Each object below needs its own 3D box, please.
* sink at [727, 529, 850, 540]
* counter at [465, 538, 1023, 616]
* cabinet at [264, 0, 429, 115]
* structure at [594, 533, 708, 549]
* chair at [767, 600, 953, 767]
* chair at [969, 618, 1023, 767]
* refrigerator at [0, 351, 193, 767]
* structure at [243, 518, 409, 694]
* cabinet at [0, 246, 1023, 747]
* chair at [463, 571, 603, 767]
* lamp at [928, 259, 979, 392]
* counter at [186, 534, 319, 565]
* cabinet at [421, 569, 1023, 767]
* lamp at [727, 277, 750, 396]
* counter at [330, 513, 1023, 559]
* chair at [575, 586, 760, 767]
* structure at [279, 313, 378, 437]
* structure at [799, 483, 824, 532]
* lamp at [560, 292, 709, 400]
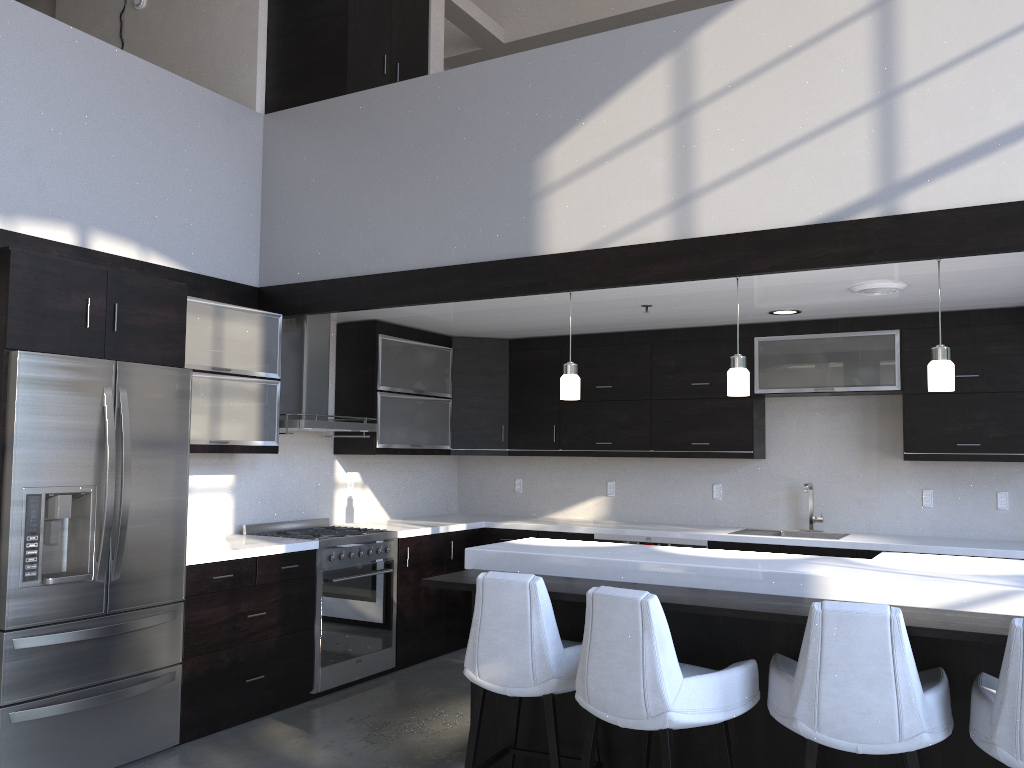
[{"bbox_3d":[1.792,1.051,5.727,0.677,0.168,0.475,-2,-5,29],"label":"sink"},{"bbox_3d":[1.024,0.786,3.837,2.293,0.095,0.978,-2,-5,29],"label":"counter"},{"bbox_3d":[-1.072,-1.696,5.840,0.684,2.230,0.838,-1,-4,29],"label":"cabinet"},{"bbox_3d":[1.076,1.430,6.157,0.784,0.789,0.783,-2,-5,29],"label":"structure"},{"bbox_3d":[1.109,1.171,2.846,0.579,0.983,0.502,-1,-4,21],"label":"chair"},{"bbox_3d":[1.626,1.154,2.560,0.579,0.983,0.502,-2,-5,36],"label":"chair"},{"bbox_3d":[-2.034,0.793,3.962,0.821,1.770,0.853,-2,-4,29],"label":"refrigerator"},{"bbox_3d":[-1.122,1.309,5.449,0.621,0.901,0.845,-2,-5,29],"label":"structure"},{"bbox_3d":[0.346,0.632,4.580,4.232,2.312,4.279,-2,-5,29],"label":"cabinet"},{"bbox_3d":[0.074,1.206,3.432,0.579,0.983,0.502,-1,-4,26],"label":"chair"},{"bbox_3d":[2.252,-0.213,4.490,0.124,0.623,1.950,-1,-5,30],"label":"lamp"},{"bbox_3d":[-1.602,0.877,4.736,0.676,0.047,0.920,-2,-5,29],"label":"counter"},{"bbox_3d":[1.132,1.260,3.515,2.692,0.909,1.371,-2,-5,29],"label":"cabinet"},{"bbox_3d":[1.048,-0.256,4.111,0.100,0.623,0.100,-2,-5,35],"label":"lamp"},{"bbox_3d":[0.966,0.978,5.658,4.238,0.045,1.711,-2,-5,29],"label":"counter"},{"bbox_3d":[0.488,1.180,3.044,0.579,0.983,0.502,-3,-5,41],"label":"chair"},{"bbox_3d":[-1.238,-0.137,5.564,0.489,0.929,0.728,-2,-5,29],"label":"structure"},{"bbox_3d":[1.971,0.821,5.879,0.149,0.328,0.225,-2,-4,29],"label":"structure"},{"bbox_3d":[0.797,-0.164,5.312,0.124,0.623,1.953,-2,-5,32],"label":"lamp"}]
